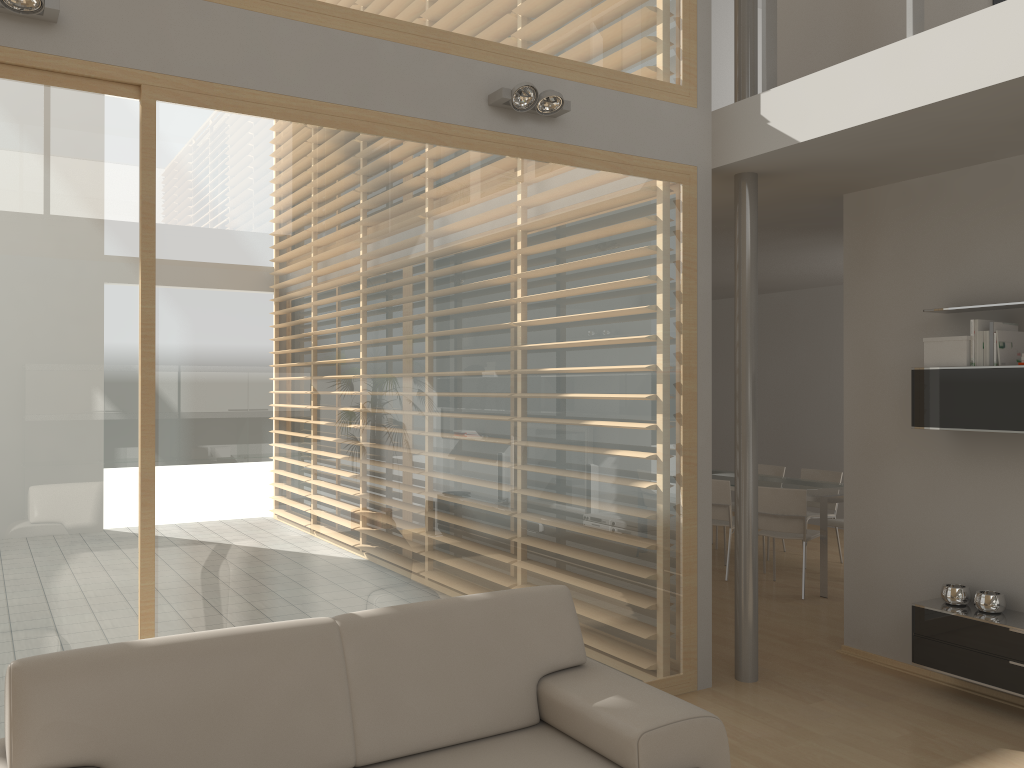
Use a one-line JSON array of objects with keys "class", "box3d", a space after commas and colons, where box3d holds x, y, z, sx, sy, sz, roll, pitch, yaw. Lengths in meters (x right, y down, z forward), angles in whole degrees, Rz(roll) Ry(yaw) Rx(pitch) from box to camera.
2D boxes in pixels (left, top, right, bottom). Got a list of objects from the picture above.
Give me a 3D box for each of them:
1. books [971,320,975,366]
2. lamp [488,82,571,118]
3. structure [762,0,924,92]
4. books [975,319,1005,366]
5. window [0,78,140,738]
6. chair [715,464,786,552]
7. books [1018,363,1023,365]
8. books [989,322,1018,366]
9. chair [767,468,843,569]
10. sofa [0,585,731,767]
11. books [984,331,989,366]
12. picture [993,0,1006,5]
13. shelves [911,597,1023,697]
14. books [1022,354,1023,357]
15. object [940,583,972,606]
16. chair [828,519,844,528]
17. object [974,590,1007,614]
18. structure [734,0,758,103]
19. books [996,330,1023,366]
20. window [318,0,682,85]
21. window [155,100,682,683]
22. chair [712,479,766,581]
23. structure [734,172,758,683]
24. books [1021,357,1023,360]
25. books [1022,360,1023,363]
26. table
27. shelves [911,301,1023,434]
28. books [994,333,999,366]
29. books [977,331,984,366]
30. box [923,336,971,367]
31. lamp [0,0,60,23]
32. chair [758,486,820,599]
[{"class": "books", "box3d": [2.326, -0.198, 4.353, 0.230, 0.227, 0.017, 0, 0, -31]}, {"class": "lamp", "box3d": [0.095, -1.256, 3.949, 0.360, 0.110, 0.183, 0, 0, -31]}, {"class": "structure", "box3d": [2.512, -1.883, 2.364, 0.080, 0.900, 5.400, 0, 0, -31]}, {"class": "books", "box3d": [2.341, -0.198, 4.340, 0.230, 0.227, 0.017, 0, 0, -31]}, {"class": "window", "box3d": [-2.435, 0.216, 2.567, 2.525, 2.500, 0.020, 0, 0, -31]}, {"class": "chair", "box3d": [2.287, 1.190, 8.496, 0.501, 0.807, 0.455, 0, 0, -31]}, {"class": "books", "box3d": [2.500, -0.092, 4.015, 0.210, 0.013, 0.297, 0, 0, -31]}, {"class": "books", "box3d": [2.369, -0.189, 4.270, 0.207, 0.210, 0.021, 0, 0, -31]}, {"class": "chair", "box3d": [2.626, 1.188, 7.951, 0.501, 0.807, 0.455, 0, 0, -31]}, {"class": "sofa", "box3d": [-0.430, 1.142, 2.561, 2.093, 0.846, 1.168, 0, 0, -31]}, {"class": "books", "box3d": [2.367, -0.169, 4.297, 0.230, 0.169, 0.027, 0, 0, -31]}, {"class": "picture", "box3d": [2.857, -2.713, 3.749, 0.010, 1.800, 1.684, 0, 0, -31]}, {"class": "shelves", "box3d": [3.257, 1.264, 2.782, 0.300, 0.312, 4.236, 0, 0, -31]}, {"class": "books", "box3d": [2.494, -0.133, 4.019, 0.190, 0.015, 0.254, 0, 0, -30]}, {"class": "object", "box3d": [2.254, 1.071, 4.505, 0.143, 0.091, 0.143, 0, 0, 1]}, {"class": "chair", "box3d": [2.930, 1.185, 7.383, 0.501, 0.807, 0.455, 0, 0, -31]}, {"class": "object", "box3d": [2.346, 1.070, 4.353, 0.143, 0.091, 0.143, 0, 0, 1]}, {"class": "structure", "box3d": [1.257, -2.622, 4.763, 0.122, 2.400, 0.121, 0, 0, -43]}, {"class": "books", "box3d": [2.397, -0.169, 4.252, 0.230, 0.169, 0.023, 0, 0, -31]}, {"class": "window", "box3d": [-0.216, -2.627, 3.890, 2.525, 2.200, 0.020, 0, 0, -31]}, {"class": "window", "box3d": [-0.218, 0.223, 3.876, 2.525, 2.500, 0.020, 0, 0, -31]}, {"class": "chair", "box3d": [1.800, 1.185, 7.465, 0.501, 0.807, 0.455, 0, 0, -36]}, {"class": "structure", "box3d": [1.255, 0.228, 4.750, 0.122, 2.700, 0.121, 0, 0, -43]}, {"class": "books", "box3d": [2.492, -0.118, 4.027, 0.190, 0.015, 0.254, 0, 0, -35]}, {"class": "books", "box3d": [2.498, -0.104, 4.019, 0.190, 0.011, 0.268, 0, 0, -30]}, {"class": "table", "box3d": [2.153, 1.216, 7.740, 0.900, 0.746, 2.199, 0, 0, -31]}, {"class": "shelves", "box3d": [3.258, 0.066, 2.788, 0.300, 0.914, 4.236, 0, 0, -31]}, {"class": "books", "box3d": [2.378, -0.163, 4.258, 0.207, 0.156, 0.009, 0, 0, -31]}, {"class": "books", "box3d": [2.346, -0.169, 4.317, 0.230, 0.169, 0.027, 0, 0, -31]}, {"class": "box", "box3d": [2.237, -0.158, 4.445, 0.232, 0.149, 0.232, 0, 0, -31]}, {"class": "lamp", "box3d": [-1.674, -1.269, 2.883, 0.360, 0.080, 0.182, 0, 0, -31]}, {"class": "chair", "box3d": [2.129, 1.182, 6.840, 0.455, 0.807, 0.501, 0, 0, 39]}]
